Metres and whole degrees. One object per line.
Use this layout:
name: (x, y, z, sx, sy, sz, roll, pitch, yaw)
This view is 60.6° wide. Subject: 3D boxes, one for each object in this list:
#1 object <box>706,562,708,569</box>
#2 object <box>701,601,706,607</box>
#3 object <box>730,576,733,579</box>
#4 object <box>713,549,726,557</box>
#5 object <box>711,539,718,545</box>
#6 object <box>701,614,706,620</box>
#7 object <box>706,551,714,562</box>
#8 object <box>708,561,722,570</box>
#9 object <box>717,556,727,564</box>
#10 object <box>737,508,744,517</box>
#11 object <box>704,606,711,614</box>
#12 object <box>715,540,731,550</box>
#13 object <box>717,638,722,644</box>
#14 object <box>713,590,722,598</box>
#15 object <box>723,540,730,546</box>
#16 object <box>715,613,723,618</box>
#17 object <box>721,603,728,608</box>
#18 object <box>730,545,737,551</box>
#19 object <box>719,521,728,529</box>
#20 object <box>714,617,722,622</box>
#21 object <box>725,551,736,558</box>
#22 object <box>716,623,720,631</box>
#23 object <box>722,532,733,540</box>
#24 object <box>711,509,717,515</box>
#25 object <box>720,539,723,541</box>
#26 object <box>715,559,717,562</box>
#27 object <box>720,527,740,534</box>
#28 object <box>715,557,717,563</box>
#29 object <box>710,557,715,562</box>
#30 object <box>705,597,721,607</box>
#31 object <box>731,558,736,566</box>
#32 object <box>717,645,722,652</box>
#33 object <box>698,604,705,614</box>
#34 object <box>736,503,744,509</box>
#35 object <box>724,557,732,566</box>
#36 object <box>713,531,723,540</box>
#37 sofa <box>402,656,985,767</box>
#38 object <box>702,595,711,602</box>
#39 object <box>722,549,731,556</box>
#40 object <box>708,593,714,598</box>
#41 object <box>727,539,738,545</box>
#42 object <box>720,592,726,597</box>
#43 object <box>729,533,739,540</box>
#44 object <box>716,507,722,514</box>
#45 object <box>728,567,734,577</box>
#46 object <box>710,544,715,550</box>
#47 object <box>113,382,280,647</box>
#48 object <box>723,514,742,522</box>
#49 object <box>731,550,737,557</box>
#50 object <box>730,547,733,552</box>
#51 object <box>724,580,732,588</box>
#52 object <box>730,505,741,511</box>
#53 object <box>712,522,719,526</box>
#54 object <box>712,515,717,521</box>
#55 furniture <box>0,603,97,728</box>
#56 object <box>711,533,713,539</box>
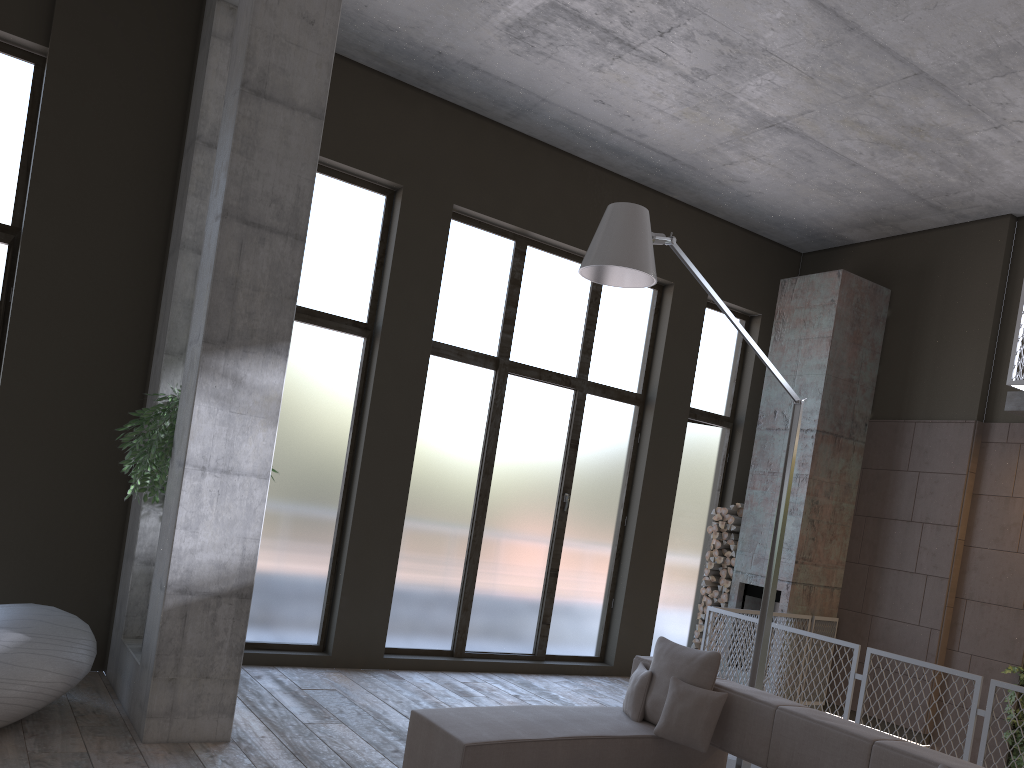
object: (2.385, 2.094, 10.015, 0.428, 0.067, 0.067, 14, -5, -33)
object: (2.258, 2.514, 9.994, 0.254, 0.073, 0.045, 13, -4, -33)
object: (2.588, 2.171, 9.814, 0.367, 0.086, 0.100, 13, -6, -33)
object: (2.474, 1.946, 10.000, 0.443, 0.093, 0.092, 14, -5, -33)
object: (2.427, 1.834, 10.042, 0.296, 0.102, 0.100, 13, -5, -31)
object: (2.332, 2.672, 10.047, 0.428, 0.067, 0.067, 14, -5, -33)
object: (2.373, 1.990, 10.069, 0.368, 0.125, 0.063, 13, -3, -34)
object: (2.425, 2.082, 9.950, 0.485, 0.083, 0.093, 14, -6, -33)
object: (2.516, 2.010, 9.902, 0.485, 0.083, 0.093, 14, -6, -33)
object: (2.668, 1.466, 9.854, 0.297, 0.107, 0.099, 13, -4, -31)
object: (2.372, 2.595, 10.012, 0.443, 0.093, 0.092, 14, -5, -33)
object: (2.439, 1.832, 9.939, 0.297, 0.107, 0.098, 13, -4, -31)
object: (2.461, 2.868, 9.799, 0.428, 0.072, 0.071, 14, -5, -33)
object: (2.450, 2.384, 9.890, 0.461, 0.089, 0.090, 14, -5, -34)
object: (2.527, 1.806, 9.913, 0.364, 0.074, 0.064, 14, -5, -34)
object: (2.443, 2.590, 9.847, 0.461, 0.089, 0.090, 13, -5, -31)
object: (2.496, 2.505, 9.814, 0.430, 0.085, 0.066, 14, -5, -34)
object: (2.598, 1.856, 9.802, 0.430, 0.085, 0.066, 14, -5, -34)
object: (2.536, 1.619, 9.903, 0.485, 0.083, 0.093, 14, -6, -33)
object: (2.414, 2.659, 9.913, 0.485, 0.083, 0.093, 14, -6, -33)
object: (2.582, 1.941, 9.857, 0.440, 0.079, 0.114, 14, -6, -33)
object: (2.474, 2.734, 9.836, 0.461, 0.089, 0.090, 14, -5, -33)
object: (2.551, 1.735, 9.878, 0.461, 0.089, 0.090, 14, -5, -34)
object: (2.456, 1.486, 10.038, 0.428, 0.069, 0.067, 14, -5, -33)
object: (2.479, 1.764, 9.949, 0.336, 0.056, 0.088, 14, -7, -33)
object: (2.491, 2.013, 9.905, 0.440, 0.079, 0.114, 14, -6, -33)
object: (2.543, 1.673, 9.901, 0.440, 0.079, 0.114, 14, -6, -33)
object: (2.476, 2.023, 9.967, 0.428, 0.067, 0.067, 14, -5, -33)
object: (2.433, 2.023, 10.035, 0.428, 0.067, 0.067, 14, -5, -33)
object: (2.338, 2.482, 9.951, 0.297, 0.107, 0.098, 13, -4, -31)
object: (2.620, 2.000, 9.765, 0.443, 0.092, 0.091, 14, -5, -33)
object: (2.469, 2.964, 9.783, 0.443, 0.092, 0.091, 14, -5, -33)
object: (2.288, 2.595, 10.065, 0.370, 0.108, 0.088, 13, -4, -33)
object: (2.654, 1.384, 9.838, 0.336, 0.055, 0.087, 14, -7, -33)
object: (2.576, 2.011, 9.841, 0.461, 0.089, 0.090, 14, -5, -33)
object: (2.477, 1.742, 9.945, 0.485, 0.083, 0.093, 14, -6, -33)
sofa: (0.584, 1.951, 4.102, 3.048, 0.782, 2.983, 13, -8, -31)
object: (2.326, 2.484, 10.054, 0.296, 0.102, 0.100, 13, -5, -31)
object: (2.539, 1.934, 9.948, 0.367, 0.086, 0.100, 13, -6, -33)
object: (2.378, 2.413, 9.961, 0.336, 0.056, 0.088, 14, -7, -33)
object: (2.579, 1.789, 9.825, 0.368, 0.067, 0.121, 13, -7, -31)
object: (2.513, 2.378, 9.846, 0.428, 0.071, 0.067, 14, -5, -33)
object: (2.614, 1.729, 9.835, 0.428, 0.071, 0.067, 14, -5, -33)
object: (2.516, 1.475, 10.000, 0.461, 0.090, 0.090, 14, -5, -34)
object: (2.550, 2.110, 9.758, 0.370, 0.108, 0.088, 13, -4, -33)
object: (2.359, 1.865, 9.983, 0.254, 0.073, 0.045, 13, -4, -33)
object: (-2.191, 0.850, 5.778, 0.992, 1.860, 0.978, 9, -1, 24)
object: (2.541, 1.526, 9.851, 0.367, 0.084, 0.103, 13, -6, -33)
object: (2.611, 1.911, 9.782, 0.428, 0.072, 0.071, 14, -5, -33)
object: (2.607, 1.882, 9.916, 0.295, 0.102, 0.103, 13, -5, -33)
object: (2.565, 2.247, 9.767, 0.485, 0.083, 0.093, 14, -6, -33)
object: (2.594, 1.417, 9.877, 0.364, 0.073, 0.064, 14, -5, -34)
object: (2.457, 1.628, 10.031, 0.431, 0.086, 0.065, 14, -4, -34)
object: (2.472, 1.559, 10.047, 0.368, 0.068, 0.122, 13, -7, -31)
furniture: (-3.384, 1.624, 4.969, 1.789, 0.808, 1.644, 8, -6, 6)
object: (2.437, 1.755, 10.010, 0.428, 0.067, 0.067, 14, -5, -33)
